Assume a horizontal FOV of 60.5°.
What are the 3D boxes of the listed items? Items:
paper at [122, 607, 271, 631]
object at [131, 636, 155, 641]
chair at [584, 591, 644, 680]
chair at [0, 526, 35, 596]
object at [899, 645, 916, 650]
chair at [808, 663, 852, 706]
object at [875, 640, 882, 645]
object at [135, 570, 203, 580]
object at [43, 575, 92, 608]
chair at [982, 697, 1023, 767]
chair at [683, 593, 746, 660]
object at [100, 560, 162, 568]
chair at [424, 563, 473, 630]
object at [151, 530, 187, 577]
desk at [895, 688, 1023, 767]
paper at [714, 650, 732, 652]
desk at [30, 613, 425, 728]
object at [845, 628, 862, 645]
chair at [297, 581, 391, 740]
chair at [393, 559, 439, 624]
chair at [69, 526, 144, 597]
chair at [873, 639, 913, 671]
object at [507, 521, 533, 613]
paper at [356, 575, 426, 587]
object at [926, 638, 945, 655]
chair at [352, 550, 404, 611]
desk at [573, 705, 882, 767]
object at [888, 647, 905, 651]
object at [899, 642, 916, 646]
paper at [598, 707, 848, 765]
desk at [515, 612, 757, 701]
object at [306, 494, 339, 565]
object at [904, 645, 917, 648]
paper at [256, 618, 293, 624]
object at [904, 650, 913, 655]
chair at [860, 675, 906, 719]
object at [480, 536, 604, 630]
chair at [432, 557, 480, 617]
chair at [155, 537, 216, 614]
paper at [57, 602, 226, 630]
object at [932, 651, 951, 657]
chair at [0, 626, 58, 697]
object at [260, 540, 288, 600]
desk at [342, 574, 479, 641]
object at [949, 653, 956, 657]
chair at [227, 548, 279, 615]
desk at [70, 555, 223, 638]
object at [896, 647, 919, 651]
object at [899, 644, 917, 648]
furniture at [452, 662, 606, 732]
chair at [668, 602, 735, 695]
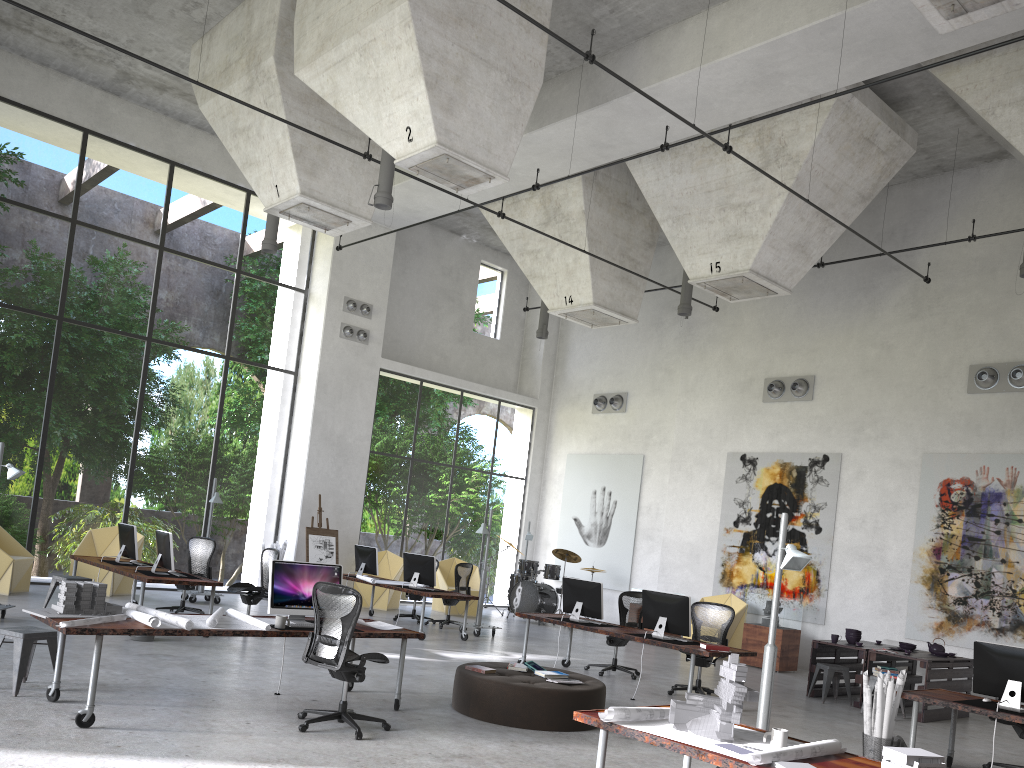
[{"bbox_3d":[-2.596,1.918,7.220,1.090,0.104,0.975,15,-13,-41],"label":"paper"},{"bbox_3d":[-4.408,2.890,10.461,0.396,0.296,0.299,0,-9,42],"label":"object"},{"bbox_3d":[1.453,3.421,12.139,0.789,1.176,0.781,4,-5,32],"label":"chair"},{"bbox_3d":[-7.868,2.565,13.325,0.936,1.160,0.988,7,-5,-6],"label":"chair"},{"bbox_3d":[5.489,3.667,12.191,0.228,0.047,0.233,5,-10,8],"label":"object"},{"bbox_3d":[4.326,4.058,11.900,0.420,0.486,0.441,7,-6,-7],"label":"chair"},{"bbox_3d":[5.329,3.751,12.744,0.139,0.056,0.117,11,-9,-26],"label":"object"},{"bbox_3d":[-4.480,2.483,11.428,0.695,0.008,0.850,13,-12,-34],"label":"object"},{"bbox_3d":[-5.817,2.805,11.559,0.454,0.528,0.482,3,-7,33],"label":"object"},{"bbox_3d":[4.913,3.144,8.275,0.789,1.176,0.781,3,-6,37],"label":"chair"},{"bbox_3d":[3.699,4.379,16.004,0.946,1.161,0.977,12,-7,-43],"label":"chair"},{"bbox_3d":[-5.411,2.557,12.464,0.697,0.008,0.848,15,-13,-39],"label":"object"},{"bbox_3d":[-1.091,3.740,15.629,0.790,1.176,0.780,6,-5,12],"label":"chair"},{"bbox_3d":[-4.451,2.203,11.438,0.381,0.548,0.715,10,-8,-35],"label":"object"},{"bbox_3d":[4.849,3.171,7.148,0.976,0.718,3.129,13,-11,-41],"label":"desk"},{"bbox_3d":[2.310,3.004,9.941,0.293,0.001,0.211,11,-11,-24],"label":"paper"},{"bbox_3d":[-2.332,2.405,7.532,3.172,0.718,0.973,15,-11,-41],"label":"desk"},{"bbox_3d":[4.764,3.525,12.265,0.216,0.212,0.193,12,-8,-40],"label":"object"},{"bbox_3d":[-1.372,2.232,7.236,0.767,1.176,0.803,5,-5,22],"label":"chair"},{"bbox_3d":[-1.695,3.727,15.955,0.771,1.176,0.799,7,-5,-3],"label":"chair"},{"bbox_3d":[-6.828,2.944,14.795,0.978,1.161,0.945,6,-5,4],"label":"chair"},{"bbox_3d":[5.787,4.328,13.363,0.691,0.813,0.784,3,-7,33],"label":"chair"},{"bbox_3d":[0.288,4.275,20.502,0.580,2.138,0.599,7,-3,-7],"label":"object"},{"bbox_3d":[-2.056,3.328,14.896,1.087,0.104,0.978,13,-11,-31],"label":"paper"},{"bbox_3d":[5.866,3.620,12.124,0.214,0.231,0.218,12,-8,-43],"label":"object"},{"bbox_3d":[-2.704,3.944,17.759,0.977,1.161,0.946,6,-5,7],"label":"chair"},{"bbox_3d":[1.711,2.318,4.368,0.987,0.718,3.127,13,-11,-41],"label":"desk"},{"bbox_3d":[5.275,3.633,12.019,0.234,0.019,0.238,-3,-14,43],"label":"object"},{"bbox_3d":[5.490,3.628,12.197,0.232,0.057,0.228,15,-13,-41],"label":"object"},{"bbox_3d":[1.192,1.966,4.985,1.073,0.104,0.990,-3,-13,43],"label":"paper"},{"bbox_3d":[1.391,3.441,10.969,0.987,0.718,3.127,13,-11,-41],"label":"desk"},{"bbox_3d":[-3.705,3.189,16.902,0.702,2.129,0.682,9,-4,-41],"label":"object"},{"bbox_3d":[5.495,3.640,12.195,0.229,0.062,0.231,-2,-13,43],"label":"object"},{"bbox_3d":[-2.093,2.127,7.859,0.490,0.001,0.430,13,-12,-31],"label":"paper"},{"bbox_3d":[5.171,3.512,11.493,0.137,0.056,0.118,3,-9,24],"label":"object"},{"bbox_3d":[4.739,3.978,11.173,0.418,0.486,0.443,2,-8,43],"label":"chair"},{"bbox_3d":[0.709,4.267,19.022,2.960,1.730,1.910,2,-8,32],"label":"object"},{"bbox_3d":[-1.134,4.248,18.449,0.986,1.161,0.937,9,-6,-22],"label":"chair"},{"bbox_3d":[-4.822,2.861,13.095,0.768,1.176,0.802,6,-5,12],"label":"chair"},{"bbox_3d":[-2.791,1.875,7.085,0.892,0.102,1.955,7,-10,-2],"label":"paper"},{"bbox_3d":[5.800,3.651,11.859,0.228,0.047,0.233,2,-11,25],"label":"object"},{"bbox_3d":[-4.025,2.269,7.239,0.418,0.486,0.444,5,-6,21],"label":"chair"},{"bbox_3d":[-4.592,3.554,16.810,0.438,1.201,0.417,5,-3,26],"label":"object"},{"bbox_3d":[-1.947,3.712,14.712,0.987,0.718,3.127,13,-11,-41],"label":"desk"},{"bbox_3d":[6.000,3.691,11.962,0.116,0.056,0.140,5,-9,9],"label":"object"},{"bbox_3d":[-3.567,2.832,12.100,0.767,1.176,0.803,3,-6,37],"label":"chair"},{"bbox_3d":[-5.085,2.859,11.932,0.976,0.718,3.129,13,-11,-41],"label":"desk"},{"bbox_3d":[5.488,3.688,12.191,0.294,0.024,0.300,2,-11,25],"label":"object"},{"bbox_3d":[5.492,3.651,12.190,0.228,0.062,0.232,-2,-13,43],"label":"object"},{"bbox_3d":[0.169,3.077,8.706,1.528,0.425,1.508,14,-12,-39],"label":"furniture"},{"bbox_3d":[2.421,3.337,11.019,0.767,1.176,0.803,5,-5,17],"label":"chair"}]
